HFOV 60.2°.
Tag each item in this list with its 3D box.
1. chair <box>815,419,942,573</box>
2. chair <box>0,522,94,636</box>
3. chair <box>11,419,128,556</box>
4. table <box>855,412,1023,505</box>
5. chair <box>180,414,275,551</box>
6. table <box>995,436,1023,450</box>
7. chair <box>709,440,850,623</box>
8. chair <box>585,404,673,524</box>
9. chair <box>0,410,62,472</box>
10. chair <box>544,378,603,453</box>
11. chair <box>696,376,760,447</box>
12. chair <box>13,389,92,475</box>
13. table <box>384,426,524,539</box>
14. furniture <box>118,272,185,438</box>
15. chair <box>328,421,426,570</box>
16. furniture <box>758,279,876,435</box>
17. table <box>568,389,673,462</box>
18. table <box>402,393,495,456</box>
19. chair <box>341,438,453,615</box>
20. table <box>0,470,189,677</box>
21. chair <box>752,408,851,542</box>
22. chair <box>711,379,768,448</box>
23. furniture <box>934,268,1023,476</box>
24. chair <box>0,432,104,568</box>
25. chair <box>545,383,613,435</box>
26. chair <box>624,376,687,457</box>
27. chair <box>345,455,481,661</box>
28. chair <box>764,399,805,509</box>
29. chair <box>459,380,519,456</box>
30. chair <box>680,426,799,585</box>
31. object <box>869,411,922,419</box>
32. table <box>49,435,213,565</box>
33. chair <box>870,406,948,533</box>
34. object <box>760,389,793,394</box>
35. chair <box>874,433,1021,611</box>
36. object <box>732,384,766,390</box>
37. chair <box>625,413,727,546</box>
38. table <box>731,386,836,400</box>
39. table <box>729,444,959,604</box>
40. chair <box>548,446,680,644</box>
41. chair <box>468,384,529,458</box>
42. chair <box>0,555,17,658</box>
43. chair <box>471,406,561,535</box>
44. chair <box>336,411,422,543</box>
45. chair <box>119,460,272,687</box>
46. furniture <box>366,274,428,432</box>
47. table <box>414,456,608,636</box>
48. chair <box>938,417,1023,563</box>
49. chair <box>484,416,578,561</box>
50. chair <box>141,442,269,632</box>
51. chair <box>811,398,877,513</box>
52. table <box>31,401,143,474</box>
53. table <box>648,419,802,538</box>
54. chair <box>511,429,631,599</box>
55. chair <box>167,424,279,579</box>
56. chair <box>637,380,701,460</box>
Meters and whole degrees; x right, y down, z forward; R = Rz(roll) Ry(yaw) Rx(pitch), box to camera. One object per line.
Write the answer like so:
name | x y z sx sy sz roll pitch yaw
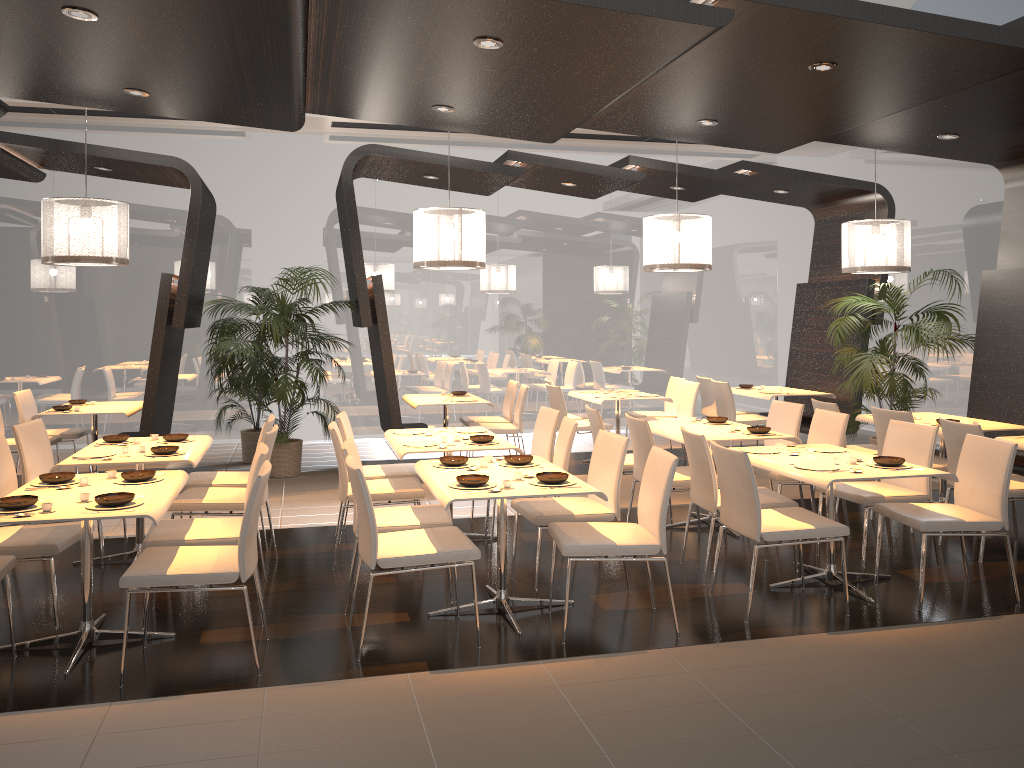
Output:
chair | 2.342 0.694 5.642 0.605 0.874 0.484 -1 1 -16
chair | -2.517 0.794 4.477 0.605 0.869 0.484 0 1 -6
chair | -2.968 0.687 5.927 0.605 0.869 0.484 0 1 -6
table | 3.454 0.657 7.084 0.800 0.725 1.149 -1 3 -14
chair | -1.949 0.671 6.099 0.605 0.869 0.484 0 1 -11
table | 3.838 0.763 5.642 0.800 0.725 1.149 -1 3 -14
chair | 1.417 0.761 4.781 0.605 0.874 0.484 0 1 -11
chair | 0.881 0.608 6.837 0.605 0.869 0.484 0 1 -6
chair | -4.448 0.541 7.950 0.605 0.869 0.484 0 1 -11
chair | 0.673 0.383 9.863 0.605 0.869 0.484 0 1 -6
chair | 2.487 0.346 10.276 0.605 0.869 0.484 0 1 -11
chair | -4.475 0.493 8.597 0.605 0.869 0.484 0 1 -11
table | -0.439 0.738 6.156 0.800 0.725 1.149 -1 3 -14
furniture | -3.554 -0.199 8.478 0.757 1.675 1.404 0 2 -14
chair | -0.888 0.693 5.760 0.605 0.869 0.484 0 1 -11
furniture | 3.409 -0.346 10.157 0.757 1.675 1.404 0 2 -14
table | 1.153 0.474 9.626 0.800 0.725 1.149 -1 3 -14
table | -0.687 0.512 9.194 0.800 0.725 1.149 -1 3 -14
chair | -0.637 0.756 4.904 0.605 0.869 0.484 0 1 -6
table | -2.038 0.886 4.240 0.800 0.725 1.149 -1 3 -14
chair | 2.077 0.636 6.405 0.605 0.869 0.484 0 1 -11
chair | 2.515 0.397 9.629 0.605 0.874 0.484 0 1 -11
furniture | 4.330 -0.078 6.532 0.757 1.673 2.907 0 3 -14
chair | -2.795 0.737 5.256 0.605 0.869 0.484 -1 1 -16
chair | 0.676 0.437 9.161 0.605 0.874 0.484 -1 1 -16
chair | 1.641 0.367 10.062 0.605 0.874 0.484 0 1 -11
chair | -0.503 0.799 4.319 0.605 0.869 0.484 -1 1 -16
chair | 1.983 0.585 7.095 0.605 0.869 0.484 -1 1 -16
chair | -0.238 0.408 9.590 0.605 0.874 0.484 0 1 -11
chair | 1.362 0.715 5.404 0.605 0.874 0.484 0 1 -6
object | 3.199 0.259 7.322 0.335 0.038 0.377 -2 4 -20
table | -2.398 0.778 5.702 0.800 0.725 1.149 -1 3 -14
chair | 3.084 0.615 6.672 0.605 0.874 0.484 -1 1 -16
object | 2.913 0.081 9.721 0.335 0.038 0.377 -2 4 -20
chair | 2.436 0.745 4.953 0.605 0.874 0.484 0 1 -6
object | 2.774 0.033 10.323 0.303 0.044 0.365 -1 4 -15
chair | 1.123 0.657 6.191 0.605 0.874 0.484 0 1 -11
table | 3.003 0.436 10.065 0.800 0.725 1.149 -1 3 -14
table | 1.866 0.804 5.177 0.800 0.725 1.149 -1 3 -14
chair | 0.516 0.784 4.490 0.605 0.869 0.484 0 1 -6
chair | -0.132 0.452 8.962 0.605 0.869 0.484 0 1 -6
chair | -2.514 0.846 3.775 0.605 0.869 0.484 -1 1 -16
chair | 0.037 0.626 6.622 0.605 0.869 0.484 -1 1 -16
chair | -0.957 0.648 6.374 0.605 0.869 0.484 0 1 -6
chair | -1.411 0.826 4.033 0.605 0.874 0.484 0 1 -11
furniture | -1.115 -0.250 9.066 0.757 1.675 1.404 0 2 -14
table | -0.053 0.844 4.714 0.800 0.725 1.149 -1 3 -14
chair | 3.211 0.674 5.849 0.605 0.869 0.484 0 1 -6
chair | 0.130 0.679 5.933 0.605 0.874 0.484 0 1 -6
chair | -1.588 0.781 4.636 0.605 0.874 0.484 -1 1 -16
chair | 2.828 0.570 7.291 0.605 0.874 0.484 0 1 -6
table | -3.959 0.583 8.386 0.800 0.725 1.149 -1 3 -14
table | 1.630 0.694 6.659 1.053 0.725 1.149 -1 3 -14
chair | 0.348 0.736 5.162 0.605 0.874 0.484 -1 1 -16
chair | -1.772 0.716 5.496 0.605 0.869 0.484 0 1 -6
chair | 1.668 0.413 9.416 0.605 0.869 0.484 0 1 -11
